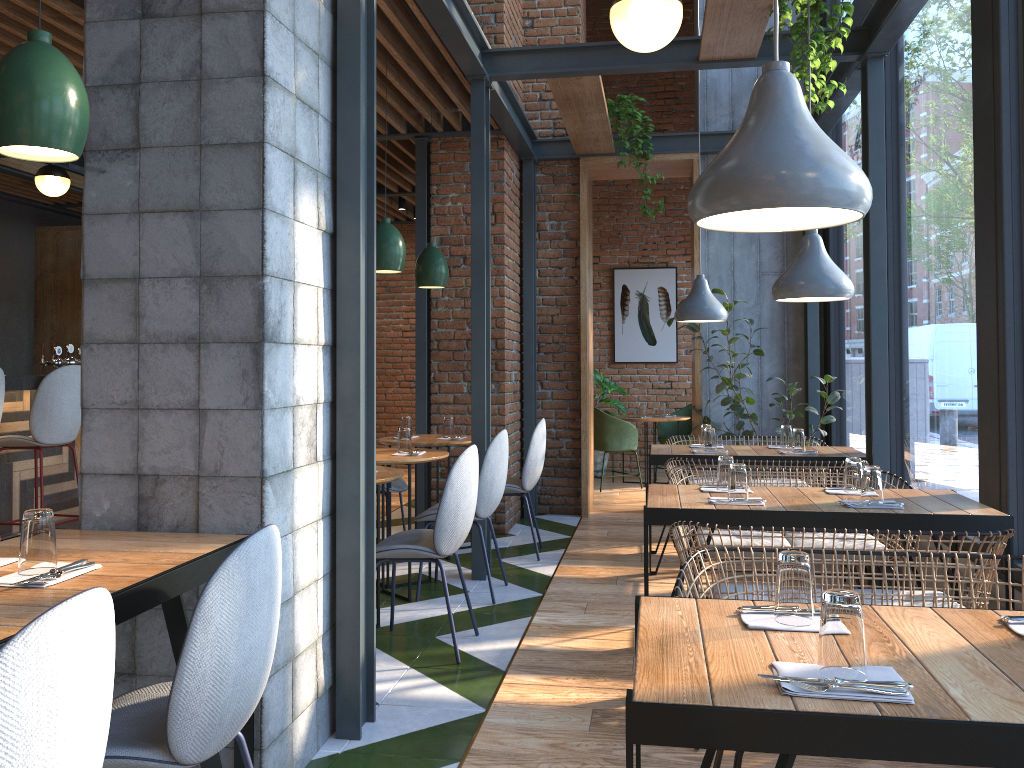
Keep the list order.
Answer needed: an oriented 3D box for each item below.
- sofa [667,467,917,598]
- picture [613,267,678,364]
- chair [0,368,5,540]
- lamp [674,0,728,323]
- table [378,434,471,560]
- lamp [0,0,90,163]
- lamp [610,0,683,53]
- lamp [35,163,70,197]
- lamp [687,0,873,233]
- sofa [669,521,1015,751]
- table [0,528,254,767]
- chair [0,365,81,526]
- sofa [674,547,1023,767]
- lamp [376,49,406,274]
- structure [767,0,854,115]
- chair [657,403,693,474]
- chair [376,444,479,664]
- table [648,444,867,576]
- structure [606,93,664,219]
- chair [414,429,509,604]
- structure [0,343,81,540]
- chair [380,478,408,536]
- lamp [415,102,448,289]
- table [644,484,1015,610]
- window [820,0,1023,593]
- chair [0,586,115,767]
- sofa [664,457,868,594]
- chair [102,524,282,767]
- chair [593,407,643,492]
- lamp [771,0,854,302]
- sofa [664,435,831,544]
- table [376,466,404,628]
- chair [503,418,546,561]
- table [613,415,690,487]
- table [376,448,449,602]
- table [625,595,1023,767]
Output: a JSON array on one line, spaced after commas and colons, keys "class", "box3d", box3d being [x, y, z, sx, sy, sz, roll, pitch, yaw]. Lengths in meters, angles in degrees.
[{"class": "sofa", "box3d": [1.259, 0.777, 4.045, 1.091, 0.734, 0.470, 0, -1, 9]}, {"class": "picture", "box3d": [1.516, -0.781, 10.080, 0.725, 1.096, 0.022, 0, -1, 9]}, {"class": "chair", "box3d": [-2.852, 0.526, 4.457, 0.507, 1.245, 0.418, 0, -1, 9]}, {"class": "lamp", "box3d": [1.269, -2.669, 6.047, 0.353, 4.496, 0.352, -1, -2, 14]}, {"class": "table", "box3d": [-0.532, 0.735, 5.869, 0.699, 0.748, 0.699, 0, 0, -34]}, {"class": "lamp", "box3d": [-1.154, -1.568, 2.177, 0.224, 2.024, 0.223, -1, -1, 13]}, {"class": "lamp", "box3d": [0.491, -3.133, 3.329, 0.268, 3.799, 0.268, 1, -2, -38]}, {"class": "lamp", "box3d": [-3.897, -3.485, 7.550, 0.268, 3.799, 0.268, -1, -2, 15]}, {"class": "lamp", "box3d": [0.523, -2.572, 1.827, 0.353, 4.496, 0.352, 1, -2, -29]}, {"class": "sofa", "box3d": [1.077, 0.803, 2.931, 1.091, 0.734, 0.470, 0, -1, 9]}, {"class": "table", "box3d": [-1.256, 0.834, 1.150, 0.658, 0.766, 2.772, 0, 1, 9]}, {"class": "chair", "box3d": [-2.822, 0.507, 5.290, 0.507, 1.245, 0.418, 0, -1, 15]}, {"class": "sofa", "box3d": [0.951, 0.821, 2.164, 1.091, 0.734, 0.470, 0, -1, 9]}, {"class": "lamp", "box3d": [-0.703, -1.632, 4.931, 0.224, 2.024, 0.223, -1, -1, 13]}, {"class": "structure", "box3d": [1.298, -1.726, 4.067, 0.528, 0.925, 0.940, 0, 0, 15]}, {"class": "chair", "box3d": [1.866, 0.612, 9.388, 0.515, 0.819, 0.638, 0, -1, -32]}, {"class": "chair", "box3d": [-0.401, 0.709, 3.892, 0.507, 0.888, 0.418, 0, -1, 10]}, {"class": "table", "box3d": [1.482, 0.759, 5.412, 1.271, 0.707, 0.658, 0, 0, 9]}, {"class": "structure", "box3d": [0.921, -1.757, 6.847, 0.513, 0.970, 0.664, 0, -1, 1]}, {"class": "chair", "box3d": [-0.273, 0.688, 4.801, 0.507, 0.888, 0.418, 0, -1, 10]}, {"class": "structure", "box3d": [-3.973, 0.405, 6.611, 2.916, 1.397, 4.918, 0, 1, 9]}, {"class": "chair", "box3d": [-0.953, 0.664, 5.943, 0.507, 0.888, 0.418, 0, -1, 10]}, {"class": "lamp", "box3d": [-0.539, -1.655, 5.930, 0.224, 2.024, 0.223, -1, -1, 13]}, {"class": "table", "box3d": [1.168, 0.803, 3.489, 1.271, 0.707, 0.658, 0, 0, 9]}, {"class": "window", "box3d": [1.805, -2.029, 2.706, 0.127, 5.604, 8.717, 0, 0, 9]}, {"class": "chair", "box3d": [-0.900, 0.767, 1.371, 0.507, 0.888, 0.418, 0, -1, 6]}, {"class": "sofa", "box3d": [1.392, 0.759, 4.862, 1.091, 0.734, 0.470, 0, -1, 9]}, {"class": "chair", "box3d": [-0.769, 0.754, 1.931, 0.507, 0.888, 0.418, 0, -1, 6]}, {"class": "chair", "box3d": [0.955, 0.626, 8.905, 0.515, 0.819, 0.638, 0, -1, -27]}, {"class": "lamp", "box3d": [1.341, -2.624, 4.034, 0.353, 4.496, 0.352, -1, -2, 25]}, {"class": "sofa", "box3d": [1.575, 0.733, 5.976, 1.091, 0.734, 0.470, 0, -1, 9]}, {"class": "table", "box3d": [-0.839, 0.778, 3.990, 0.699, 0.748, 0.699, 0, 0, 20]}, {"class": "chair", "box3d": [-0.030, 0.665, 5.787, 0.507, 0.888, 0.418, 0, -1, 5]}, {"class": "table", "box3d": [1.433, 0.684, 9.152, 0.807, 0.688, 0.807, 0, 0, -7]}, {"class": "table", "box3d": [-0.695, 0.758, 4.869, 0.699, 0.748, 0.699, 0, 0, -39]}, {"class": "table", "box3d": [0.860, 0.847, 1.605, 1.271, 0.707, 0.658, 0, 0, 9]}]
